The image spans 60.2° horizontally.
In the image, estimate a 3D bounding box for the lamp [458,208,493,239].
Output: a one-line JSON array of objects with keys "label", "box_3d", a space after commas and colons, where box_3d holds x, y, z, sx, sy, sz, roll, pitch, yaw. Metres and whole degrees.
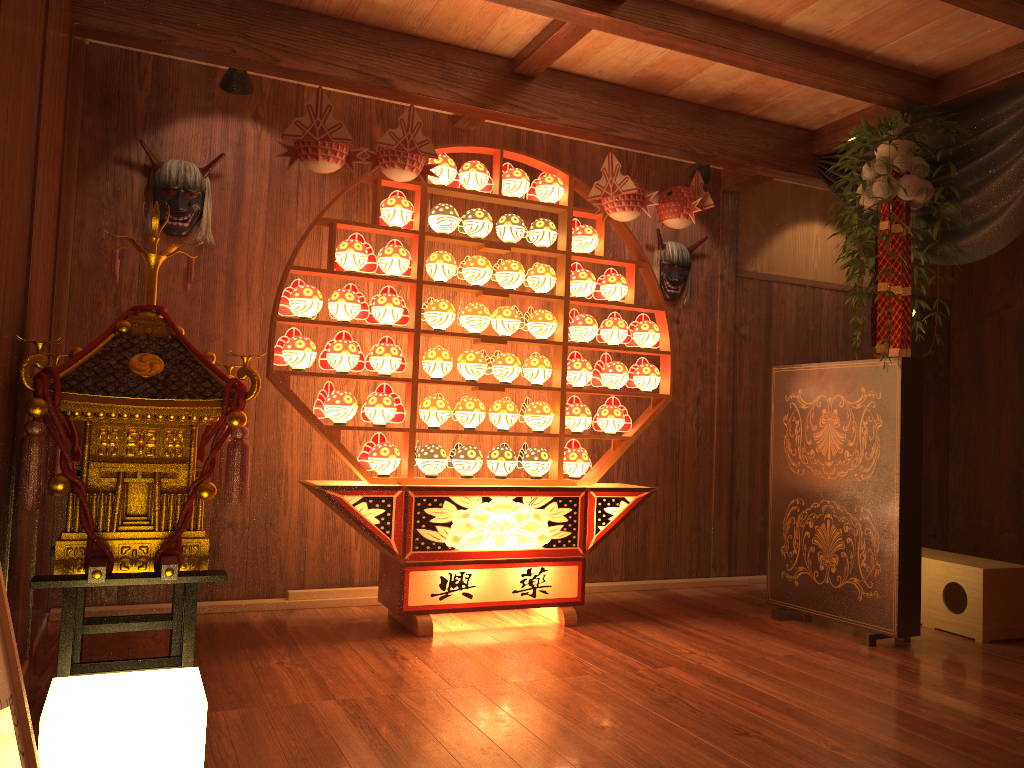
[{"label": "lamp", "box_3d": [-0.155, -0.746, 4.119, 0.144, 0.161, 0.152, 4, -4, -34]}]

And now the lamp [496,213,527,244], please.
[{"label": "lamp", "box_3d": [-0.010, -0.739, 4.195, 0.137, 0.167, 0.160, 1, -3, 16]}]

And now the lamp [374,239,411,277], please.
[{"label": "lamp", "box_3d": [-0.524, -0.566, 3.935, 0.192, 0.195, 0.155, 3, -3, -10]}]

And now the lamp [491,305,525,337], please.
[{"label": "lamp", "box_3d": [-0.034, -0.300, 4.173, 0.135, 0.167, 0.162, 0, -4, 31]}]

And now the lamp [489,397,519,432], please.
[{"label": "lamp", "box_3d": [-0.040, 0.140, 4.144, 0.138, 0.167, 0.158, 2, -3, 6]}]

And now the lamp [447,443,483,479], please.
[{"label": "lamp", "box_3d": [-0.198, 0.352, 4.058, 0.144, 0.161, 0.151, 5, -4, -44]}]

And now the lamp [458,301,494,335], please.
[{"label": "lamp", "box_3d": [-0.161, -0.305, 4.106, 0.156, 0.161, 0.140, 2, -3, 6]}]

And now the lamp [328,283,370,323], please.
[{"label": "lamp", "box_3d": [-0.728, -0.356, 3.832, 0.180, 0.191, 0.158, 2, -3, 5]}]

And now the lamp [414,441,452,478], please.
[{"label": "lamp", "box_3d": [-0.352, 0.340, 3.989, 0.156, 0.167, 0.140, 2, -3, 6]}]

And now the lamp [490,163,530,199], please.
[{"label": "lamp", "box_3d": [0.020, -0.975, 4.212, 0.207, 0.200, 0.152, 4, -4, -34]}]

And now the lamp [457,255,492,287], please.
[{"label": "lamp", "box_3d": [-0.155, -0.526, 4.112, 0.144, 0.161, 0.151, 5, -4, -44]}]

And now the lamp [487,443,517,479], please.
[{"label": "lamp", "box_3d": [-0.049, 0.359, 4.131, 0.138, 0.167, 0.158, 2, -3, 6]}]

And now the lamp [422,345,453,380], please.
[{"label": "lamp", "box_3d": [-0.338, -0.099, 4.008, 0.140, 0.167, 0.156, 2, -3, -4]}]

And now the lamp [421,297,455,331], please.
[{"label": "lamp", "box_3d": [-0.322, -0.319, 4.020, 0.144, 0.167, 0.151, 5, -4, -44]}]

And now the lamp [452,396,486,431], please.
[{"label": "lamp", "box_3d": [-0.188, 0.134, 4.069, 0.143, 0.161, 0.153, 4, -4, -24]}]

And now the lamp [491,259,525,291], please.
[{"label": "lamp", "box_3d": [-0.002, -0.519, 4.185, 0.144, 0.167, 0.151, 5, -4, -44]}]

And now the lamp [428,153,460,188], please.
[{"label": "lamp", "box_3d": [-0.321, -0.996, 4.048, 0.204, 0.200, 0.154, 3, -3, -15]}]

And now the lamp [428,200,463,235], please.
[{"label": "lamp", "box_3d": [-0.305, -0.758, 4.061, 0.159, 0.167, 0.137, 3, -3, -9]}]

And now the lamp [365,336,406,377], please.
[{"label": "lamp", "box_3d": [-0.557, -0.126, 3.902, 0.185, 0.192, 0.155, 3, -3, -10]}]

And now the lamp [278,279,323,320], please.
[{"label": "lamp", "box_3d": [-0.872, -0.363, 3.761, 0.196, 0.187, 0.151, 5, -4, -44]}]

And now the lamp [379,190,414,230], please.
[{"label": "lamp", "box_3d": [-0.515, -0.788, 3.948, 0.203, 0.200, 0.155, 3, -3, -10]}]

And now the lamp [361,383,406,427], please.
[{"label": "lamp", "box_3d": [-0.579, 0.089, 3.882, 0.200, 0.200, 0.157, 2, -3, 0]}]

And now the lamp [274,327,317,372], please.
[{"label": "lamp", "box_3d": [-0.895, -0.148, 3.741, 0.196, 0.195, 0.152, 5, -4, -39]}]

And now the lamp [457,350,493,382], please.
[{"label": "lamp", "box_3d": [-0.191, -0.087, 4.086, 0.134, 0.161, 0.162, -1, -4, 41]}]

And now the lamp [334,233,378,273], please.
[{"label": "lamp", "box_3d": [-0.699, -0.579, 3.855, 0.200, 0.200, 0.157, 2, -3, 0]}]

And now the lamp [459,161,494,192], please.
[{"label": "lamp", "box_3d": [-0.181, -0.976, 4.120, 0.168, 0.179, 0.158, 2, -3, 6]}]

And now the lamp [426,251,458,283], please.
[{"label": "lamp", "box_3d": [-0.325, -0.539, 4.033, 0.138, 0.167, 0.158, 2, -3, 6]}]

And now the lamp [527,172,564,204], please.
[{"label": "lamp", "box_3d": [0.187, -0.958, 4.291, 0.193, 0.188, 0.153, 3, -3, -20]}]

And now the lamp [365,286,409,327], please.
[{"label": "lamp", "box_3d": [-0.550, -0.349, 3.914, 0.203, 0.200, 0.155, 3, -3, -10]}]

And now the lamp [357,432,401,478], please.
[{"label": "lamp", "box_3d": [-0.557, 0.312, 3.889, 0.201, 0.197, 0.152, 4, -4, -34]}]

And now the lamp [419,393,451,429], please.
[{"label": "lamp", "box_3d": [-0.352, 0.120, 3.995, 0.138, 0.167, 0.158, 2, -3, 6]}]

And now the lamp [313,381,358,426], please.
[{"label": "lamp", "box_3d": [-0.731, 0.083, 3.817, 0.153, 0.194, 0.191, 1, -4, 26]}]

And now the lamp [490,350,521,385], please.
[{"label": "lamp", "box_3d": [-0.022, -0.079, 4.158, 0.144, 0.167, 0.151, 5, -4, -39]}]

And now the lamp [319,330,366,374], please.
[{"label": "lamp", "box_3d": [-0.729, -0.140, 3.820, 0.204, 0.200, 0.154, 3, -3, -15]}]
